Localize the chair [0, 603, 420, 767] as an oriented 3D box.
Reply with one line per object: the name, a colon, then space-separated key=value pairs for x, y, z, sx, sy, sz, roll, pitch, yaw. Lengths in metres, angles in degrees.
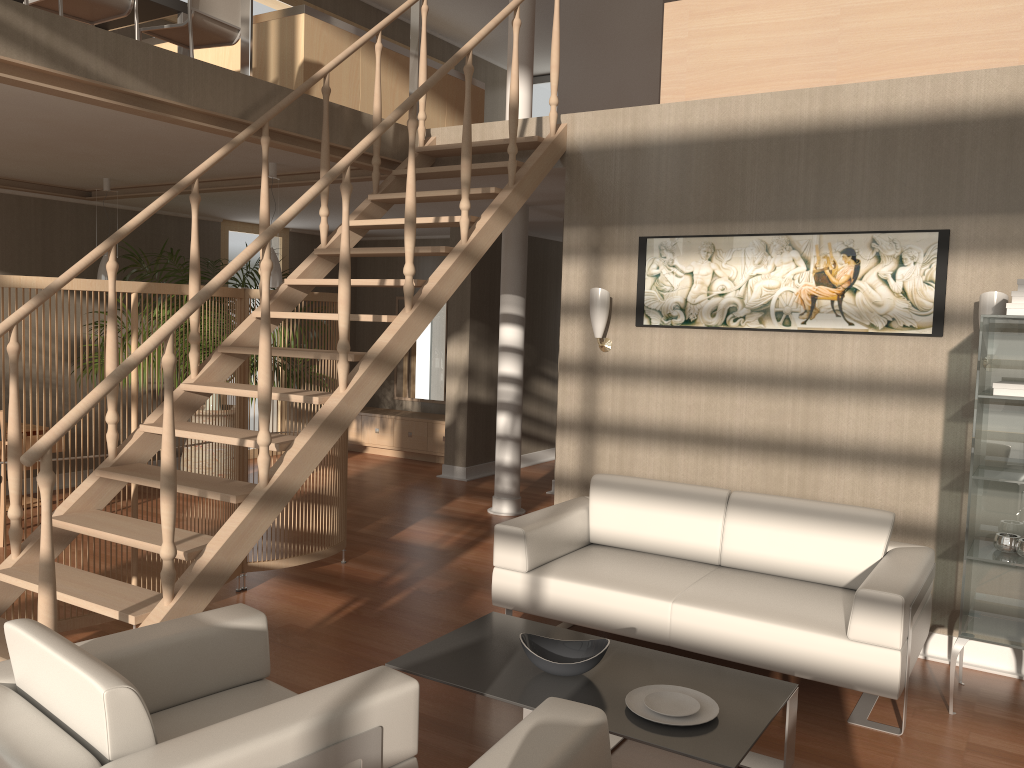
chair: x=-0.869 y=0.965 z=2.299 sx=0.900 sy=0.740 sz=0.905 roll=6 pitch=6 yaw=42

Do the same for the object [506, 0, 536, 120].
object: x=0.078 y=-2.876 z=6.738 sx=0.200 sy=2.400 sz=0.200 roll=4 pitch=5 yaw=32

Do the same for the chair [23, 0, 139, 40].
chair: x=-2.346 y=-2.006 z=4.817 sx=0.496 sy=0.796 sz=0.430 roll=5 pitch=5 yaw=37

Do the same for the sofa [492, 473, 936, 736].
sofa: x=0.893 y=0.890 z=4.046 sx=1.781 sy=0.740 sz=0.905 roll=4 pitch=5 yaw=32

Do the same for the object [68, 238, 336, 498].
object: x=-2.470 y=-0.018 z=7.276 sx=2.109 sy=2.304 sz=2.157 roll=3 pitch=5 yaw=20

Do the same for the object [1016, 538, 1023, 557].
object: x=2.060 y=0.656 z=3.522 sx=0.103 sy=0.066 sz=0.103 roll=-2 pitch=5 yaw=-39

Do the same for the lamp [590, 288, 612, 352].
lamp: x=0.492 y=-0.353 z=4.920 sx=0.112 sy=0.353 sz=0.153 roll=4 pitch=5 yaw=32

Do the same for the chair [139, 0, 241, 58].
chair: x=-1.893 y=-2.025 z=5.258 sx=0.496 sy=0.796 sz=0.430 roll=4 pitch=5 yaw=27

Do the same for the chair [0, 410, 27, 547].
chair: x=-3.485 y=0.575 z=5.686 sx=0.582 sy=0.856 sz=0.509 roll=0 pitch=4 yaw=-18

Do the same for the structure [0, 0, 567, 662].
structure: x=-0.966 y=-0.591 z=4.047 sx=1.000 sy=3.578 sz=3.150 roll=4 pitch=5 yaw=32

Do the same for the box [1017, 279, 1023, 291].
box: x=2.080 y=-0.383 z=3.477 sx=0.168 sy=0.047 sz=0.168 roll=4 pitch=5 yaw=32

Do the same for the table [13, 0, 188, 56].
table: x=-2.891 y=-2.014 z=5.096 sx=0.900 sy=0.740 sz=1.800 roll=4 pitch=5 yaw=32

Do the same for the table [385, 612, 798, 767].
table: x=0.266 y=1.157 z=3.107 sx=1.260 sy=0.293 sz=0.700 roll=4 pitch=5 yaw=32

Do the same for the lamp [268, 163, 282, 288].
lamp: x=-1.554 y=-1.026 z=5.746 sx=0.139 sy=0.800 sz=0.139 roll=0 pitch=5 yaw=-23

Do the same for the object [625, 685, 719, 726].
object: x=0.509 y=1.029 z=2.827 sx=0.294 sy=0.020 sz=0.294 roll=2 pitch=4 yaw=4

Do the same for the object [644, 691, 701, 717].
object: x=0.510 y=1.027 z=2.827 sx=0.178 sy=0.020 sz=0.178 roll=0 pitch=4 yaw=-19

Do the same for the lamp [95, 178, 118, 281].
lamp: x=-3.045 y=-1.141 z=6.668 sx=0.139 sy=0.800 sz=0.139 roll=2 pitch=4 yaw=6

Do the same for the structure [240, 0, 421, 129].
structure: x=-2.922 y=-2.095 z=5.094 sx=3.475 sy=0.900 sz=3.300 roll=4 pitch=5 yaw=32

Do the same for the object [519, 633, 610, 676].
object: x=0.181 y=0.947 z=3.093 sx=0.317 sy=0.125 sz=0.223 roll=2 pitch=4 yaw=3

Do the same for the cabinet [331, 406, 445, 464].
cabinet: x=-1.128 y=0.555 z=9.624 sx=1.911 sy=0.458 sz=0.500 roll=4 pitch=5 yaw=32

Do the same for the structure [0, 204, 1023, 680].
structure: x=0.298 y=-0.166 z=5.909 sx=8.342 sy=2.533 sz=10.775 roll=4 pitch=5 yaw=32

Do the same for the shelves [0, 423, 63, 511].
shelves: x=-4.034 y=0.649 z=6.112 sx=0.658 sy=0.590 sz=1.600 roll=4 pitch=5 yaw=32

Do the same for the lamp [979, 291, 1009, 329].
lamp: x=2.118 y=-0.228 z=3.915 sx=0.112 sy=0.353 sz=0.153 roll=4 pitch=5 yaw=32

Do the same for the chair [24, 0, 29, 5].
chair: x=-2.677 y=-1.978 z=4.296 sx=0.496 sy=0.796 sz=0.430 roll=4 pitch=5 yaw=32

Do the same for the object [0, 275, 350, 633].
object: x=-1.586 y=0.282 z=4.438 sx=0.233 sy=1.542 sz=2.229 roll=5 pitch=5 yaw=37

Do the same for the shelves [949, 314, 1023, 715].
shelves: x=2.044 y=0.531 z=3.563 sx=0.400 sy=1.600 sz=0.403 roll=4 pitch=5 yaw=32

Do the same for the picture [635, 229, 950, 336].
picture: x=1.338 y=-0.511 z=4.459 sx=1.531 sy=0.487 sz=0.018 roll=4 pitch=5 yaw=32

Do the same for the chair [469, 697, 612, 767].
chair: x=0.273 y=1.047 z=1.681 sx=0.900 sy=0.740 sz=0.905 roll=4 pitch=5 yaw=27

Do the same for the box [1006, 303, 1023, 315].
box: x=2.078 y=-0.289 z=3.483 sx=0.232 sy=0.047 sz=0.232 roll=4 pitch=5 yaw=32

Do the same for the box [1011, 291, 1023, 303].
box: x=2.079 y=-0.336 z=3.482 sx=0.200 sy=0.047 sz=0.200 roll=4 pitch=5 yaw=32

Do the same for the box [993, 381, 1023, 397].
box: x=2.051 y=0.023 z=3.510 sx=0.232 sy=0.047 sz=0.232 roll=5 pitch=5 yaw=37

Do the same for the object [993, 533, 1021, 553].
object: x=2.018 y=0.648 z=3.610 sx=0.103 sy=0.066 sz=0.103 roll=-2 pitch=5 yaw=-39
